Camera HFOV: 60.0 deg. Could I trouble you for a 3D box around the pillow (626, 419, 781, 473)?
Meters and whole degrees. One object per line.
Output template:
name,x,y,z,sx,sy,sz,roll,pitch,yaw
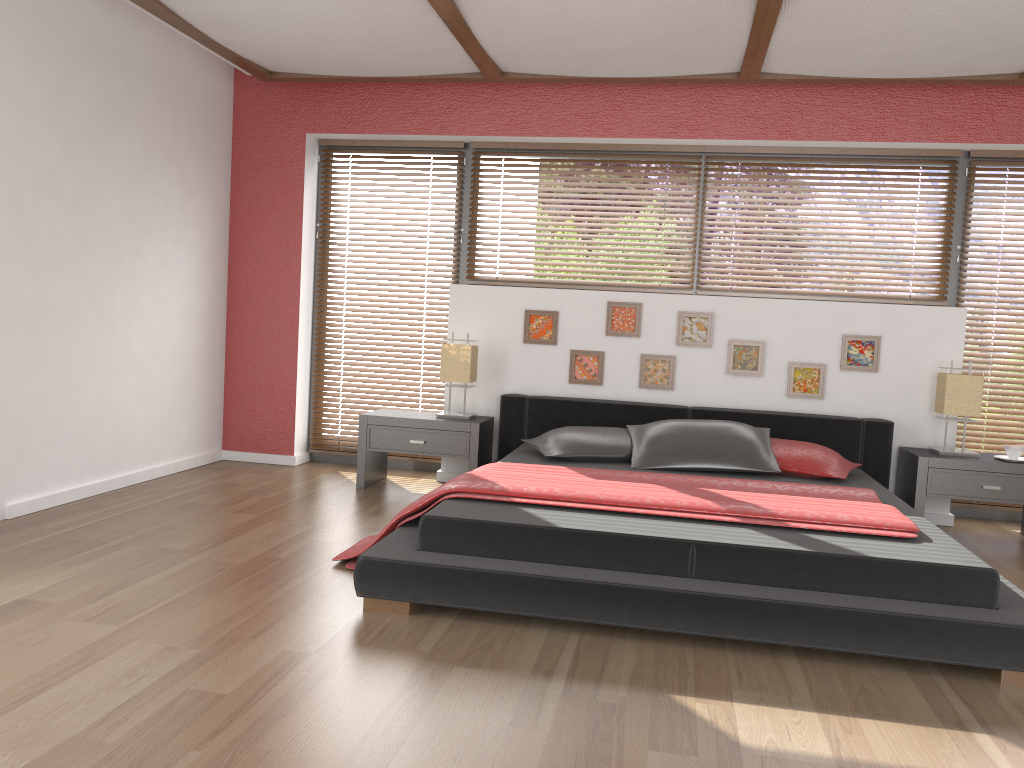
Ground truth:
pillow,0.949,0.302,4.455,0.744,0.241,0.386,3,4,6

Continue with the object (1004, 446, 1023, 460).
object,2.564,0.352,4.530,0.099,0.069,0.099,6,5,35

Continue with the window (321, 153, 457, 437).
window,-0.805,-0.558,5.772,0.889,1.893,0.020,4,4,10

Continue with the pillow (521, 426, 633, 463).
pillow,0.458,0.316,4.635,0.745,0.172,0.418,2,4,-14

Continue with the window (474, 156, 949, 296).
window,1.141,-0.972,5.386,2.817,0.786,0.020,4,4,10

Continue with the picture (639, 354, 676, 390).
picture,0.841,-0.069,5.133,0.200,0.200,0.010,4,4,10

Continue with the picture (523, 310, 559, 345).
picture,0.170,-0.335,5.243,0.200,0.200,0.010,4,4,10

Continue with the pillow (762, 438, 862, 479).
pillow,1.363,0.372,4.525,0.745,0.172,0.418,5,4,29

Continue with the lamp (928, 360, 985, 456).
lamp,2.339,0.119,4.656,0.200,0.480,0.200,4,4,10

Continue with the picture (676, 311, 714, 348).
picture,1.048,-0.313,5.081,0.200,0.200,0.010,4,4,10

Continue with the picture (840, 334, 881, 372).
picture,1.935,-0.170,4.924,0.200,0.200,0.010,4,4,10

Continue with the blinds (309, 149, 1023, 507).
blinds,1.094,-0.392,5.359,4.840,1.952,0.032,4,4,10

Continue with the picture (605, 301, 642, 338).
picture,0.649,-0.375,5.151,0.200,0.200,0.010,4,4,10

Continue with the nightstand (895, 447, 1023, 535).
nightstand,2.424,0.589,4.626,0.700,0.423,0.413,4,4,10

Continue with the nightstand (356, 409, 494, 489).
nightstand,-0.498,0.395,5.159,0.700,0.423,0.413,4,4,10

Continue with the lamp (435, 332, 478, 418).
lamp,-0.309,-0.056,5.139,0.200,0.480,0.200,4,4,10

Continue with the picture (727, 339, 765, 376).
picture,1.328,-0.149,5.038,0.200,0.200,0.010,4,4,10

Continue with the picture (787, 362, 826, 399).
picture,1.655,-0.020,4.985,0.200,0.200,0.010,4,4,10

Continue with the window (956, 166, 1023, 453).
window,3.025,-0.305,5.074,0.889,1.893,0.020,4,4,10

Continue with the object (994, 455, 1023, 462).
object,2.563,0.384,4.532,0.179,0.012,0.179,6,5,35

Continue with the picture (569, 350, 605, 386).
picture,0.438,-0.097,5.207,0.200,0.200,0.010,4,4,10

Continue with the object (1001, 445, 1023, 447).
object,2.560,0.314,4.512,0.192,0.007,0.007,2,4,-20

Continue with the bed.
bed,0.644,0.462,3.931,2.469,0.577,2.413,4,4,10
